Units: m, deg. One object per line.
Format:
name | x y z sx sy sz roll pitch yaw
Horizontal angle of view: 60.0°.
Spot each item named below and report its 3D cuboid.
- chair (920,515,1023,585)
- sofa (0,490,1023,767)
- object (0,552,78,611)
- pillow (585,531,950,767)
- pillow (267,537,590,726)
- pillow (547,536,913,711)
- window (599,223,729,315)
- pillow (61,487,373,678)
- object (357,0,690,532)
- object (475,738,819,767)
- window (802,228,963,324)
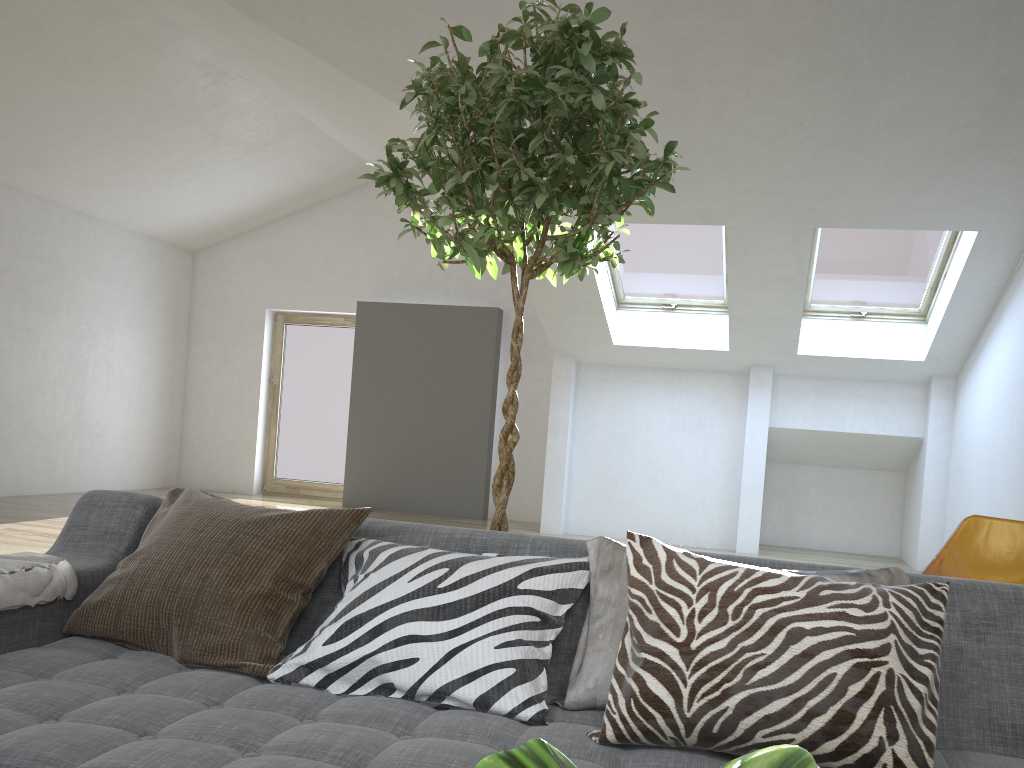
chair | 1.859 0.880 3.360 0.650 0.723 0.722 3 -2 45
sofa | 0.035 0.644 1.562 2.501 0.684 1.009 4 -2 13
object | -1.131 0.536 1.697 0.362 0.419 0.475 4 -1 18
pillow | 0.435 0.447 1.478 0.565 0.341 0.277 4 -1 17
pillow | -0.145 0.466 1.735 0.569 0.283 0.353 4 -2 14
pillow | 0.414 0.481 1.658 0.652 0.319 0.259 4 -1 14
window | 1.282 -0.999 7.317 1.495 0.729 1.875 4 -3 15
pillow | -0.639 0.406 1.889 0.582 0.338 0.306 3 -1 23
object | -0.024 0.016 2.341 0.821 2.021 0.792 4 0 -7
object | -0.050 0.359 0.225 0.387 0.526 0.425 4 -1 -11
window | 2.853 -0.899 6.971 1.495 0.729 1.875 4 -3 15
